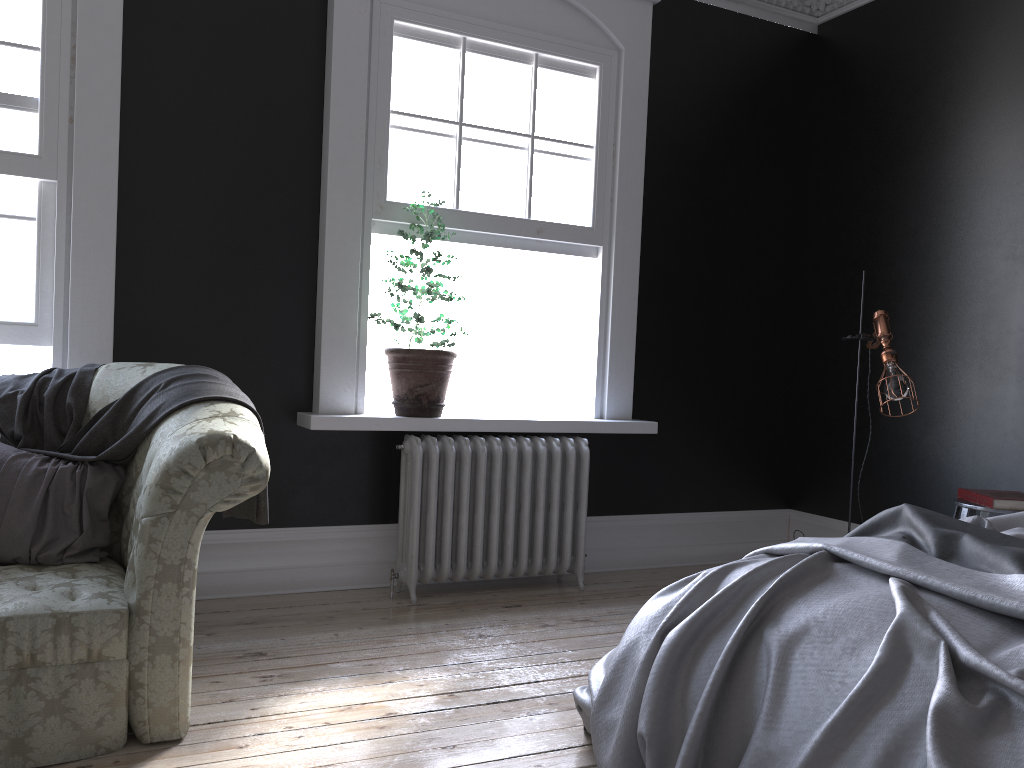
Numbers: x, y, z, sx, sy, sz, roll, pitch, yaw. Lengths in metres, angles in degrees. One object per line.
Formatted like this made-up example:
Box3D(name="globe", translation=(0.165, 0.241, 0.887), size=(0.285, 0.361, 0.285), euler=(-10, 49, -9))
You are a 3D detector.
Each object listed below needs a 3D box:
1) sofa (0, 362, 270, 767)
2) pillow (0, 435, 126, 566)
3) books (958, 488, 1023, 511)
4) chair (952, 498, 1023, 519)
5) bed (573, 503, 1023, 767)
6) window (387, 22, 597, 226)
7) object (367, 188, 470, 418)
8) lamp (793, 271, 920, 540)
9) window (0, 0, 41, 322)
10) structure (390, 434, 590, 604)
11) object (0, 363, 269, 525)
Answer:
Box3D(name="sofa", translation=(-2.329, 0.465, 2.834), size=(2.813, 1.161, 1.605), euler=(2, 1, -25))
Box3D(name="pillow", translation=(-1.838, 0.376, 3.016), size=(0.964, 0.462, 0.404), euler=(2, 2, -19))
Box3D(name="books", translation=(2.208, 0.517, 3.960), size=(0.275, 0.045, 0.346), euler=(3, 1, 4))
Box3D(name="chair", translation=(2.187, 0.875, 3.984), size=(0.613, 0.673, 0.613), euler=(3, 2, 18))
Box3D(name="bed", translation=(1.808, 0.566, 2.421), size=(3.284, 1.299, 2.763), euler=(2, 1, -38))
Box3D(name="window", translation=(-0.093, -1.331, 4.793), size=(1.263, 1.018, 0.056), euler=(2, 2, -26))
Box3D(name="object", translation=(-0.456, -0.400, 4.504), size=(0.474, 1.134, 0.505), euler=(3, 2, 14))
Box3D(name="lamp", translation=(1.886, 0.285, 4.982), size=(0.437, 1.780, 1.717), euler=(3, 2, 12))
Box3D(name="window", translation=(-2.597, -1.098, 3.582), size=(1.263, 1.673, 0.056), euler=(2, 2, -26))
Box3D(name="structure", translation=(-0.085, 0.695, 4.678), size=(1.141, 0.849, 0.276), euler=(2, 2, -26))
Box3D(name="object", translation=(-1.497, 0.208, 3.340), size=(1.366, 0.585, 0.517), euler=(3, 2, 23))
